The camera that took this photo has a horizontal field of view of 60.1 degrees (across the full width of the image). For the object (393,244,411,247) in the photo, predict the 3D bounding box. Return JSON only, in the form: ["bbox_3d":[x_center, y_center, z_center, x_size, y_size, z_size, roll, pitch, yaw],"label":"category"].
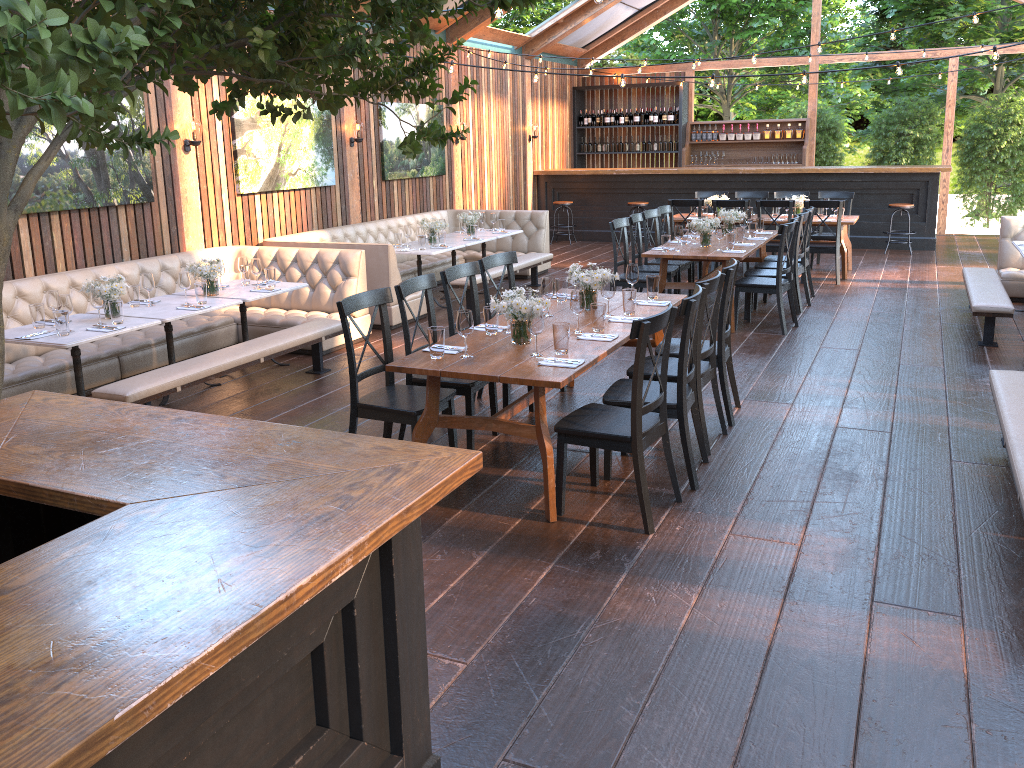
[{"bbox_3d":[-1.251,-1.582,10.079,0.255,0.018,0.159,6,17,24],"label":"object"}]

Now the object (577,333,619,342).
[{"bbox_3d":[0.461,-0.271,4.963,0.255,0.018,0.159,6,17,24],"label":"object"}]

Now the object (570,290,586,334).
[{"bbox_3d":[0.378,-0.416,5.081,0.092,0.241,0.093,4,13,22],"label":"object"}]

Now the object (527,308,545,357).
[{"bbox_3d":[0.123,-0.266,4.557,0.092,0.241,0.093,-5,13,-17],"label":"object"}]

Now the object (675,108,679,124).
[{"bbox_3d":[3.143,-5.112,16.863,0.076,0.298,0.076,9,16,41],"label":"object"}]

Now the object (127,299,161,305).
[{"bbox_3d":[-2.796,-0.632,6.768,0.255,0.018,0.159,6,17,24],"label":"object"}]

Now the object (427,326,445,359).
[{"bbox_3d":[-0.389,-0.212,4.566,0.092,0.156,0.092,-11,16,-38],"label":"object"}]

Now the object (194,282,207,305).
[{"bbox_3d":[-2.334,-0.679,6.643,0.092,0.156,0.093,1,13,11],"label":"object"}]

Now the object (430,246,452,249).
[{"bbox_3d":[-0.805,-1.525,9.834,0.255,0.018,0.159,6,17,24],"label":"object"}]

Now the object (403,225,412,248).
[{"bbox_3d":[-1.168,-1.654,9.916,0.092,0.241,0.093,-5,13,-17],"label":"object"}]

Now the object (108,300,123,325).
[{"bbox_3d":[-2.663,-0.483,5.959,0.092,0.156,0.093,1,13,11],"label":"object"}]

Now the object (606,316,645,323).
[{"bbox_3d":[0.684,-0.400,5.413,0.255,0.018,0.159,6,17,24],"label":"object"}]

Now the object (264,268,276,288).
[{"bbox_3d":[-2.006,-0.883,7.352,0.092,0.156,0.093,1,13,11],"label":"object"}]

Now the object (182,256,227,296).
[{"bbox_3d":[-2.398,-0.853,7.000,0.338,0.305,0.332,11,18,40],"label":"object"}]

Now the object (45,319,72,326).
[{"bbox_3d":[-3.129,-0.428,6.057,0.255,0.018,0.159,6,17,24],"label":"object"}]

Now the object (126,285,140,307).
[{"bbox_3d":[-2.819,-0.654,6.593,0.092,0.156,0.093,1,13,11],"label":"object"}]

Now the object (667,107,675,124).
[{"bbox_3d":[3.042,-5.131,16.922,0.137,0.311,0.138,6,15,31],"label":"object"}]

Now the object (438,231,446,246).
[{"bbox_3d":[-0.785,-1.637,9.981,0.092,0.156,0.093,1,13,11],"label":"object"}]

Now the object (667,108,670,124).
[{"bbox_3d":[3.032,-5.167,17.060,0.077,0.305,0.078,-1,12,3],"label":"object"}]

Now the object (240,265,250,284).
[{"bbox_3d":[-2.281,-0.936,7.570,0.092,0.156,0.093,-8,15,-28],"label":"object"}]

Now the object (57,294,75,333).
[{"bbox_3d":[-2.883,-0.455,5.719,0.092,0.241,0.093,-5,13,-17],"label":"object"}]

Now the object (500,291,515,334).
[{"bbox_3d":[-0.023,-0.412,5.104,0.092,0.241,0.093,4,13,22],"label":"object"}]

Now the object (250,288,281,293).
[{"bbox_3d":[-2.026,-0.770,7.204,0.255,0.018,0.159,6,17,24],"label":"object"}]

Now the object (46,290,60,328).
[{"bbox_3d":[-3.046,-0.500,5.894,0.092,0.241,0.093,-5,13,-17],"label":"object"}]

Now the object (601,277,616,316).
[{"bbox_3d":[0.600,-0.543,5.520,0.092,0.241,0.093,5,14,27],"label":"object"}]

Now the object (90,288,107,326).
[{"bbox_3d":[-2.771,-0.516,5.929,0.092,0.241,0.093,-5,13,-17],"label":"object"}]

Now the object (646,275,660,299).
[{"bbox_3d":[0.970,-0.666,6.093,0.092,0.156,0.093,-8,15,-28],"label":"object"}]

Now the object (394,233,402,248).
[{"bbox_3d":[-1.274,-1.604,9.903,0.092,0.156,0.093,1,13,11],"label":"object"}]

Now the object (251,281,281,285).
[{"bbox_3d":[-2.114,-0.867,7.562,0.158,0.018,0.258,6,17,24],"label":"object"}]

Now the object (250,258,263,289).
[{"bbox_3d":[-2.114,-0.915,7.321,0.092,0.241,0.093,5,14,27],"label":"object"}]

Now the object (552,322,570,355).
[{"bbox_3d":[0.256,-0.235,4.593,0.092,0.156,0.092,10,17,40],"label":"object"}]

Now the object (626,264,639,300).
[{"bbox_3d":[0.824,-0.696,6.055,0.092,0.241,0.093,5,14,27],"label":"object"}]

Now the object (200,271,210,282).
[{"bbox_3d":[-2.507,-0.845,7.259,0.092,0.156,0.093,1,13,11],"label":"object"}]

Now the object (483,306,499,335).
[{"bbox_3d":[-0.118,-0.363,5.076,0.092,0.156,0.092,-11,16,-38],"label":"object"}]

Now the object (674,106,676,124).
[{"bbox_3d":[3.131,-5.173,17.030,0.087,0.330,0.089,0,12,5],"label":"object"}]

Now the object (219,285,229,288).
[{"bbox_3d":[-2.484,-0.823,7.435,0.255,0.018,0.159,6,17,24],"label":"object"}]

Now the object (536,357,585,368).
[{"bbox_3d":[0.227,-0.115,4.419,0.255,0.018,0.159,6,17,24],"label":"object"}]

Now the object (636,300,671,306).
[{"bbox_3d":[0.928,-0.549,5.930,0.255,0.018,0.159,6,17,24],"label":"object"}]

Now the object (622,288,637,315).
[{"bbox_3d":[0.739,-0.516,5.568,0.092,0.156,0.092,-11,16,-38],"label":"object"}]

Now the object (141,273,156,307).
[{"bbox_3d":[-2.713,-0.704,6.606,0.092,0.241,0.093,-5,13,-17],"label":"object"}]

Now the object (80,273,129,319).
[{"bbox_3d":[-2.796,-0.609,6.147,0.337,0.305,0.332,9,17,36],"label":"object"}]

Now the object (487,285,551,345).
[{"bbox_3d":[0.048,-0.372,4.829,0.336,0.305,0.333,4,15,20],"label":"object"}]

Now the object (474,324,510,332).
[{"bbox_3d":[-0.108,-0.336,5.263,0.255,0.018,0.159,6,17,24],"label":"object"}]

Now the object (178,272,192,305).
[{"bbox_3d":[-2.442,-0.712,6.612,0.092,0.241,0.093,-5,13,-17],"label":"object"}]

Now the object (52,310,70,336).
[{"bbox_3d":[-2.859,-0.386,5.623,0.092,0.156,0.093,1,13,11],"label":"object"}]

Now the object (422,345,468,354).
[{"bbox_3d":[-0.340,-0.190,4.741,0.255,0.018,0.159,6,17,24],"label":"object"}]

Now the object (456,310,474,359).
[{"bbox_3d":[-0.240,-0.257,4.556,0.092,0.241,0.093,0,12,5],"label":"object"}]

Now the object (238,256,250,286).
[{"bbox_3d":[-2.259,-0.949,7.456,0.092,0.241,0.093,-5,13,-17],"label":"object"}]

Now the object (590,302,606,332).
[{"bbox_3d":[0.500,-0.386,5.117,0.092,0.156,0.093,6,15,30],"label":"object"}]

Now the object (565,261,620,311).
[{"bbox_3d":[0.510,-0.637,5.749,0.337,0.305,0.332,-9,16,-27],"label":"object"}]

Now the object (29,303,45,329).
[{"bbox_3d":[-3.152,-0.450,5.881,0.092,0.156,0.093,1,13,11],"label":"object"}]

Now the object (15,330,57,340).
[{"bbox_3d":[-3.023,-0.320,5.659,0.158,0.018,0.258,6,17,24],"label":"object"}]

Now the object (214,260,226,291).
[{"bbox_3d":[-2.401,-0.895,7.272,0.092,0.241,0.093,-5,13,-17],"label":"object"}]

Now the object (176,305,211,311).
[{"bbox_3d":[-2.354,-0.567,6.495,0.255,0.018,0.159,6,17,24],"label":"object"}]

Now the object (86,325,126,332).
[{"bbox_3d":[-2.683,-0.371,5.812,0.255,0.018,0.159,6,17,24],"label":"object"}]
